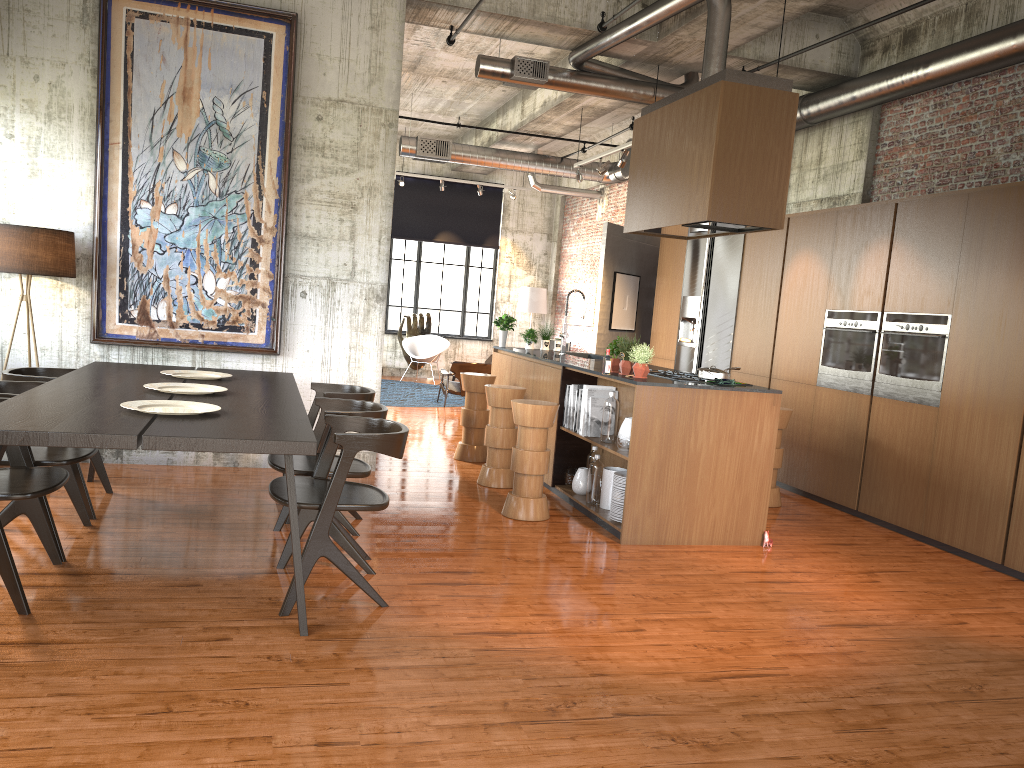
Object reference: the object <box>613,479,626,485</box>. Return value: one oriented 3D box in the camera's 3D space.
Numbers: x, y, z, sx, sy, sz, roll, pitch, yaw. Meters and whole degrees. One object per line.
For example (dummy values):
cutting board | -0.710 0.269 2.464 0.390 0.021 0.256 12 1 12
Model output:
object | 0.969 0.797 7.135 0.313 0.034 0.314 9 6 38

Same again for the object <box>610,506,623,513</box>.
object | 0.951 1.018 7.160 0.313 0.030 0.314 8 6 37

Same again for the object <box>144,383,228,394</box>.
object | -2.171 0.034 5.905 0.527 0.025 0.525 4 5 -6

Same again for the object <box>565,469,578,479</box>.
object | 0.603 0.879 8.344 0.216 0.128 0.216 3 6 -21

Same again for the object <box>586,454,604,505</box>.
object | 0.727 0.830 7.726 0.137 0.433 0.137 4 6 -5

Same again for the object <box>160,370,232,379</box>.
object | -2.436 -0.068 6.849 0.527 0.025 0.525 4 5 -6

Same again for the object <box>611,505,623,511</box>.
object | 0.952 1.004 7.158 0.313 0.033 0.314 8 6 37

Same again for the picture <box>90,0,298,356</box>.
picture | -2.863 -1.863 8.002 1.656 3.131 0.141 3 7 -16

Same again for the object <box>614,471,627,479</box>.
object | 0.973 0.746 7.128 0.313 0.033 0.314 9 7 42

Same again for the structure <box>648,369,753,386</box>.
structure | 1.520 -0.069 7.737 0.678 0.019 1.093 3 5 -16

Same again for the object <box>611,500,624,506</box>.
object | 0.955 0.964 7.154 0.313 0.034 0.314 9 6 38

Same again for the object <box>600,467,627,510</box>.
object | 0.873 0.898 7.615 0.208 0.342 0.208 9 7 32

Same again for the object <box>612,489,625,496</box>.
object | 0.962 0.880 7.144 0.313 0.033 0.314 8 6 37

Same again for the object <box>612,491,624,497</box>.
object | 0.961 0.894 7.146 0.313 0.030 0.314 8 6 37

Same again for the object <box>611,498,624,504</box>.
object | 0.956 0.952 7.152 0.314 0.033 0.313 7 5 20

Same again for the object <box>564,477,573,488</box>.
object | 0.598 0.932 8.352 0.216 0.106 0.215 4 5 -6

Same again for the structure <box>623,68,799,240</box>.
structure | 1.620 -1.861 7.504 0.663 1.129 1.623 3 6 -16

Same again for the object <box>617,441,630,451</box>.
object | 0.919 0.503 7.147 0.155 0.076 0.154 2 6 -28

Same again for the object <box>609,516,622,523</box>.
object | 0.944 1.100 7.170 0.313 0.032 0.314 8 6 37

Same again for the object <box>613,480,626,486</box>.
object | 0.968 0.809 7.136 0.313 0.029 0.314 8 6 37

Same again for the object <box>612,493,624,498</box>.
object | 0.960 0.907 7.147 0.314 0.031 0.313 3 5 -24

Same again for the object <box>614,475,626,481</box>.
object | 0.972 0.759 7.130 0.313 0.033 0.314 8 6 37

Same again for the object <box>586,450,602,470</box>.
object | 0.751 0.797 8.201 0.137 0.424 0.137 4 6 -5

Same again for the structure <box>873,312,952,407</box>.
structure | 3.548 -0.240 7.941 0.079 0.797 0.856 3 6 -16

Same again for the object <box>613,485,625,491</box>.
object | 0.965 0.843 7.140 0.313 0.034 0.314 9 6 38

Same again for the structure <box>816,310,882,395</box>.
structure | 3.306 -0.332 8.799 0.079 0.797 0.856 3 6 -16

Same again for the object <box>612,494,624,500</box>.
object | 0.959 0.918 7.149 0.313 0.034 0.314 9 6 38

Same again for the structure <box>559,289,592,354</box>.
structure | 0.743 -0.707 10.138 0.361 0.752 0.167 3 7 -16

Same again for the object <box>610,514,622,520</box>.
object | 0.946 1.077 7.167 0.314 0.033 0.313 7 5 20

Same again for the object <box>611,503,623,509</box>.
object | 0.953 0.991 7.157 0.313 0.033 0.314 9 7 42

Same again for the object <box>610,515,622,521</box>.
object | 0.945 1.088 7.169 0.313 0.034 0.314 9 6 38

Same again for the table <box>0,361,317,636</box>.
table | -2.261 0.546 5.926 1.639 1.009 3.689 3 5 -16

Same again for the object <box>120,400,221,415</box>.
object | -1.905 0.136 4.962 0.527 0.025 0.525 4 5 -6

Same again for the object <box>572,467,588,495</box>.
object | 0.641 0.888 8.081 0.180 0.244 0.181 8 7 31

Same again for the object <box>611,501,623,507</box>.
object | 0.954 0.976 7.155 0.313 0.032 0.314 8 6 37

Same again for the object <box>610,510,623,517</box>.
object | 0.948 1.054 7.164 0.313 0.029 0.314 8 6 37

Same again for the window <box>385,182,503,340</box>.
window | -1.552 -2.760 20.073 2.580 3.448 0.050 3 7 -16

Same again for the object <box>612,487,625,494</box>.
object | 0.963 0.867 7.142 0.313 0.033 0.314 9 7 42

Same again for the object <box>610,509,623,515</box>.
object | 0.949 1.042 7.163 0.313 0.034 0.314 9 6 38

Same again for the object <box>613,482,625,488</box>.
object | 0.967 0.820 7.137 0.314 0.032 0.313 7 5 21

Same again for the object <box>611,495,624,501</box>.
object | 0.958 0.930 7.150 0.313 0.029 0.314 8 6 37

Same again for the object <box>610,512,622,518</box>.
object | 0.947 1.065 7.166 0.314 0.032 0.313 7 5 21

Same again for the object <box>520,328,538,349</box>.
object | 0.219 -0.559 10.823 0.236 0.258 0.231 7 6 22

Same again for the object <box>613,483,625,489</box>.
object | 0.966 0.831 7.138 0.314 0.033 0.313 7 5 20

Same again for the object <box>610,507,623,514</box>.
object | 0.950 1.031 7.162 0.314 0.031 0.313 3 5 -24

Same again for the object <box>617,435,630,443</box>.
object | 0.923 0.465 7.141 0.155 0.092 0.155 3 6 -21

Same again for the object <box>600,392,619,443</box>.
object | 0.836 0.282 7.549 0.137 0.433 0.137 4 6 -5

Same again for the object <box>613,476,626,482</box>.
object | 0.971 0.773 7.132 0.313 0.030 0.314 8 6 37

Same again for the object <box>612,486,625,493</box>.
object | 0.964 0.855 7.141 0.313 0.032 0.314 8 6 37

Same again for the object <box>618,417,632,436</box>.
object | 0.977 0.404 7.378 0.180 0.244 0.181 8 7 31

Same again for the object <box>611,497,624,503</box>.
object | 0.957 0.941 7.151 0.314 0.032 0.313 7 5 21

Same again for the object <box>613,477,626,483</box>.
object | 0.970 0.786 7.133 0.313 0.031 0.314 9 7 43

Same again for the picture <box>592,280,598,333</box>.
picture | 1.820 -1.501 17.405 0.040 1.068 1.060 3 6 -16
